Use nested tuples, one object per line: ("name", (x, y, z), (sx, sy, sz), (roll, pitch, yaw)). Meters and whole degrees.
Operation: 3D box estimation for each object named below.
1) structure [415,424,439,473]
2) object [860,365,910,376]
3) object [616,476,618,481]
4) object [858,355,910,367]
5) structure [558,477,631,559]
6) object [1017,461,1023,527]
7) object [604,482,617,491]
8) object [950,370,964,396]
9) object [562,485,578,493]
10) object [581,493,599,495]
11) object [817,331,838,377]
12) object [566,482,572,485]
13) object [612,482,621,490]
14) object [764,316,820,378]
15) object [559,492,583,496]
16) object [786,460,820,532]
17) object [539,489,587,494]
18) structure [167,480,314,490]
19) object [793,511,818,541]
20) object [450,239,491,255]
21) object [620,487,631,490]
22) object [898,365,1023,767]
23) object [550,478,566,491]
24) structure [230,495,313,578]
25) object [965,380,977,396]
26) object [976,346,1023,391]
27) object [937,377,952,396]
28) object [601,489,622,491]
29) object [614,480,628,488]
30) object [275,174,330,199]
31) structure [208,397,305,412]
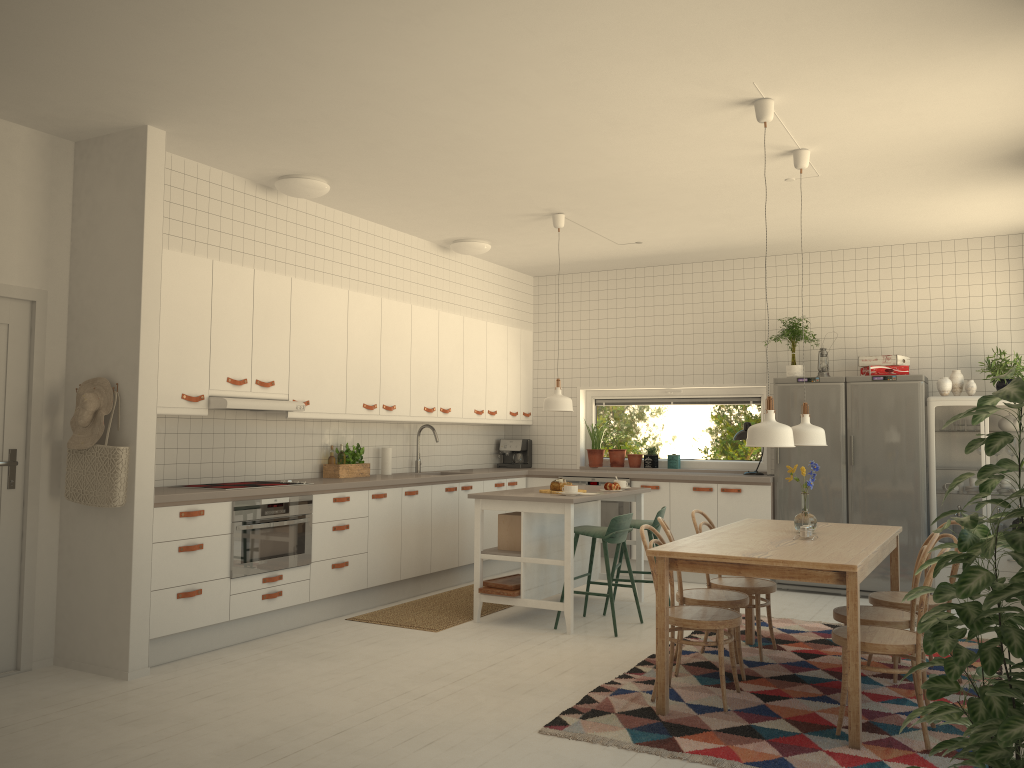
("structure", (-0.739, 0.561, 7.689), (0.236, 0.421, 0.063), (-2, -4, 36))
("object", (3.039, -0.098, 7.234), (0.309, 0.082, 0.312), (0, -3, 9))
("object", (0.801, 0.740, 6.678), (0.028, 0.086, 0.102), (2, -4, -20))
("object", (3.039, -0.180, 7.243), (0.312, 0.082, 0.308), (-2, -4, 42))
("structure", (0.895, 1.227, 8.349), (0.705, 0.711, 0.704), (-1, -4, 29))
("object", (3.411, 0.663, 5.548), (0.485, 0.842, 0.615), (0, -4, 8))
("object", (0.710, 0.750, 6.495), (0.070, 0.060, 0.131), (2, -4, -23))
("object", (3.473, -0.004, 6.926), (0.102, 0.206, 0.102), (0, -4, 13))
("object", (0.395, 0.712, 5.965), (0.098, 0.064, 0.094), (1, -3, -13))
("object", (0.518, 0.755, 6.084), (0.167, 0.005, 0.167), (-1, -4, 25))
("object", (2.612, -0.242, 7.388), (0.154, 0.383, 0.163), (3, -5, -38))
("object", (0.381, 0.719, 6.258), (0.083, 0.057, 0.072), (-2, -4, 35))
("object", (0.764, 0.751, 6.502), (0.060, 0.059, 0.074), (1, -3, -2))
("object", (2.393, -0.319, 7.509), (0.474, 0.545, 0.468), (-3, -5, 43))
("object", (0.397, 0.740, 5.964), (0.160, 0.020, 0.160), (1, -3, -5))
("object", (1.578, 0.603, 4.765), (0.144, 0.389, 0.206), (1, -4, -9))
("object", (0.359, 0.756, 6.253), (0.306, 0.019, 0.237), (4, -5, -44))
("structure", (-1.715, 0.655, 5.657), (0.504, 0.057, 0.763), (-1, -4, 29))
("object", (1.482, 0.712, 4.474), (0.095, 0.138, 0.154), (-2, -4, 29))
("object", (-0.353, -1.156, 7.562), (0.351, 0.101, 0.351), (2, -3, -19))
("object", (0.809, 0.782, 6.652), (0.160, 0.020, 0.160), (-1, -4, 25))
("object", (1.019, 0.668, 1.717), (0.514, 1.425, 0.568), (2, -4, -18))
("object", (0.323, 0.701, 6.199), (0.086, 0.087, 0.090), (-2, -4, 37))
("structure", (-1.758, 0.941, 5.670), (0.704, 0.447, 0.682), (-1, -4, 29))
("object", (3.529, 0.031, 6.820), (0.082, 0.126, 0.082), (0, -4, 1))
("object", (3.786, -0.095, 6.820), (0.372, 0.385, 0.371), (4, -5, -42))
("object", (3.599, 0.536, 6.511), (0.943, 1.208, 0.261), (-3, -5, 45))
("object", (0.725, 0.780, 6.495), (0.167, 0.005, 0.167), (-1, -4, 25))
("object", (0.811, 0.756, 6.656), (0.094, 0.060, 0.098), (-1, -4, 26))
("object", (-1.359, -1.266, 5.752), (0.351, 0.101, 0.351), (2, -3, -19))
("structure", (-1.746, 0.133, 5.723), (0.482, 0.073, 0.680), (-1, -4, 29))
